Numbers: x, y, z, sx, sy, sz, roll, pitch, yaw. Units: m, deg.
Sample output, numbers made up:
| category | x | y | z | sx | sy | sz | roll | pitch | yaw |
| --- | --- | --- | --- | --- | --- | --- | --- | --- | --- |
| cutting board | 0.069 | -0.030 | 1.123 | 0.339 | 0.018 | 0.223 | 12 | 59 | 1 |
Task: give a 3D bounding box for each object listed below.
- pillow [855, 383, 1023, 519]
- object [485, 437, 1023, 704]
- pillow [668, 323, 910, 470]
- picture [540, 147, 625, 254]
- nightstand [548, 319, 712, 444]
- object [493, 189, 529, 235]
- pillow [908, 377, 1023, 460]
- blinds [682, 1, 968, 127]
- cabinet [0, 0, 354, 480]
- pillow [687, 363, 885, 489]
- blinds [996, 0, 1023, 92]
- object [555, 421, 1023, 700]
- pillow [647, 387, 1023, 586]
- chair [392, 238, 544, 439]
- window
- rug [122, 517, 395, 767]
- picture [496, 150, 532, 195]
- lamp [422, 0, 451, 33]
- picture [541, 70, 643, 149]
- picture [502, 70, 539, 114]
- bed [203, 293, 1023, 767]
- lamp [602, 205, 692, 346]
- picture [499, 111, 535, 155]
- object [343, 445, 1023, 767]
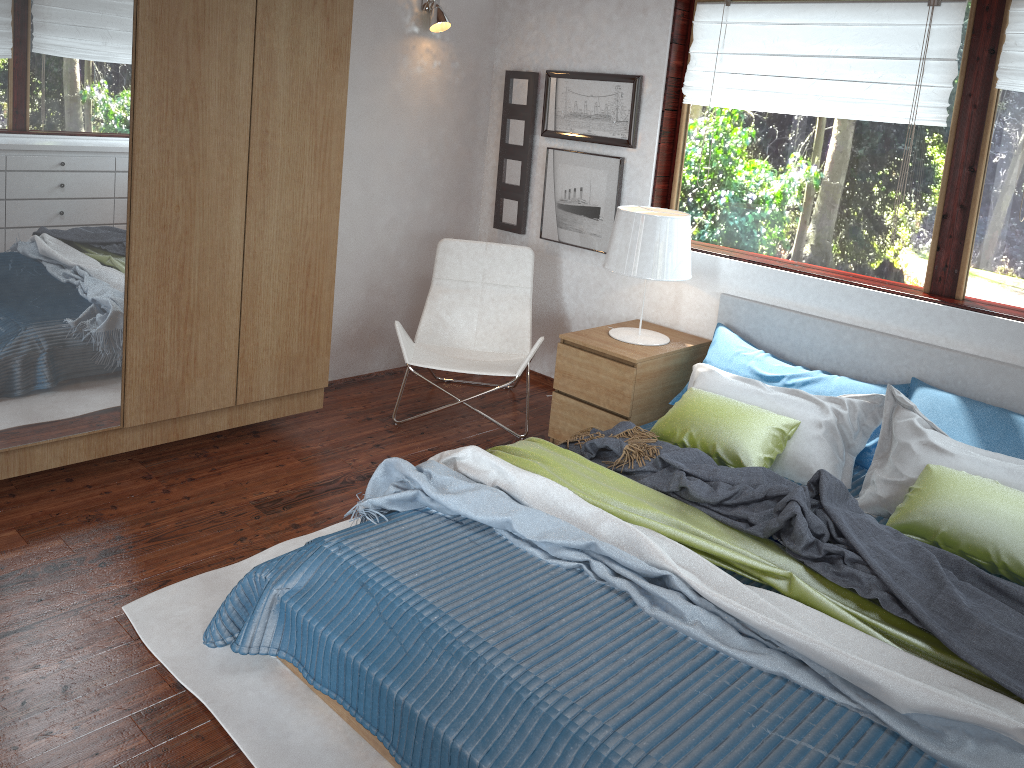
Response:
| category | x | y | z | sx | sy | sz | roll | pitch | yaw |
| --- | --- | --- | --- | --- | --- | --- | --- | --- | --- |
| pillow | 1.544 | 0.324 | 2.786 | 0.872 | 0.379 | 0.365 | 18 | 18 | 36 |
| object | 0.620 | 0.637 | 2.443 | 2.156 | 0.433 | 0.498 | 19 | 19 | 37 |
| pillow | 1.147 | 0.027 | 3.601 | 0.935 | 0.319 | 0.351 | 20 | 20 | 39 |
| picture | 0.357 | -0.968 | 4.589 | 0.517 | 0.491 | 0.043 | 18 | 15 | 42 |
| nightstand | 0.547 | 0.047 | 4.038 | 0.438 | 0.525 | 0.615 | 17 | 18 | 41 |
| object | -0.009 | -0.977 | 4.947 | 0.228 | 0.219 | 0.041 | 18 | 15 | 42 |
| pillow | 1.766 | 0.281 | 3.017 | 0.944 | 0.308 | 0.371 | 20 | 20 | 39 |
| blinds | 1.303 | -1.428 | 3.830 | 1.268 | 0.480 | 0.055 | 21 | 17 | 41 |
| cabinet | -1.666 | -0.934 | 3.055 | 0.596 | 2.335 | 2.225 | 14 | 15 | 41 |
| pillow | 0.963 | 0.125 | 3.351 | 0.893 | 0.348 | 0.479 | 18 | 19 | 37 |
| blinds | 2.789 | -1.040 | 2.417 | 2.630 | 0.635 | 0.054 | 21 | 17 | 41 |
| object | 0.821 | 0.468 | 2.542 | 0.632 | 0.393 | 2.195 | -6 | 21 | -36 |
| pillow | 1.108 | 0.287 | 2.946 | 1.415 | 0.212 | 0.314 | 21 | 22 | 41 |
| chair | -0.187 | -0.256 | 4.269 | 0.698 | 0.774 | 0.827 | 6 | 13 | 3 |
| window | -0.951 | -0.527 | 0.354 | 5.407 | 1.872 | 8.403 | 20 | 23 | 40 |
| rug | 0.442 | 0.865 | 2.220 | 2.784 | 0.047 | 1.823 | 21 | 24 | 40 |
| picture | 0.009 | -1.192 | 4.912 | 0.228 | 0.219 | 0.041 | 18 | 15 | 42 |
| lamp | -0.383 | -1.957 | 4.573 | 0.156 | 0.221 | 0.122 | 16 | 15 | 43 |
| picture | 0.398 | -1.435 | 4.527 | 0.643 | 0.352 | 0.042 | 20 | 16 | 42 |
| picture | 0.046 | -1.621 | 4.843 | 0.228 | 0.219 | 0.041 | 18 | 15 | 42 |
| bed | 0.800 | 0.445 | 2.530 | 2.197 | 0.745 | 2.605 | 21 | 23 | 41 |
| lamp | 0.612 | -0.498 | 3.973 | 0.415 | 0.571 | 0.410 | 15 | 15 | 39 |
| picture | 0.028 | -1.406 | 4.877 | 0.228 | 0.219 | 0.041 | 18 | 15 | 42 |
| object | 0.350 | 0.636 | 2.196 | 2.205 | 0.364 | 0.544 | 19 | 20 | 37 |
